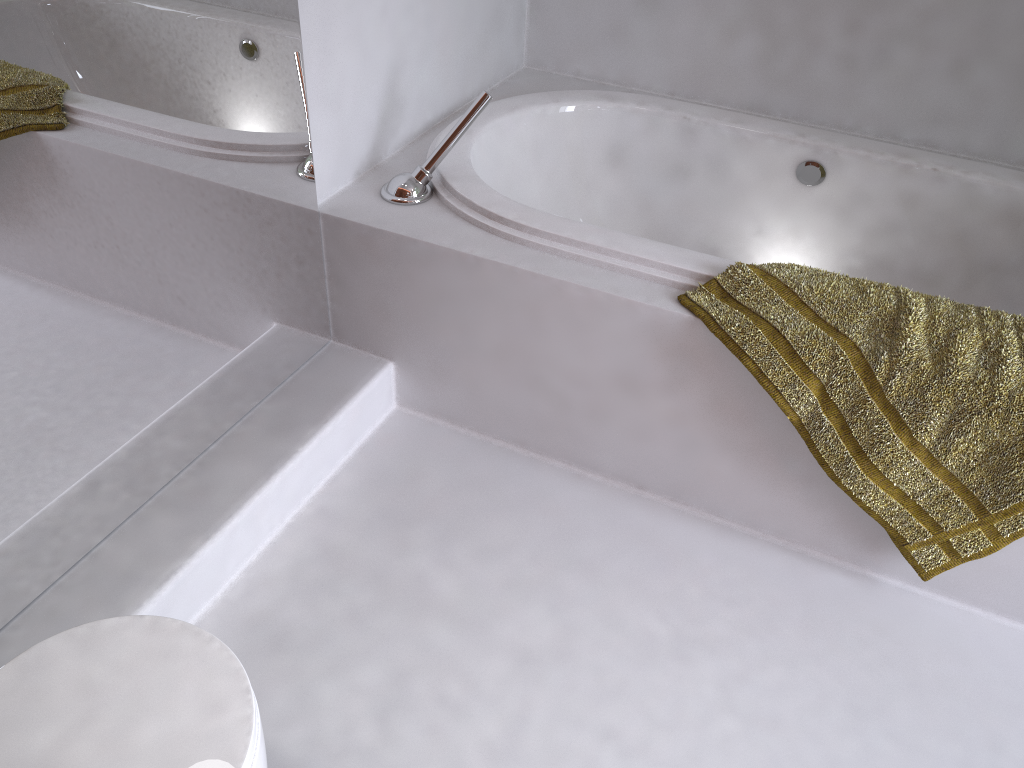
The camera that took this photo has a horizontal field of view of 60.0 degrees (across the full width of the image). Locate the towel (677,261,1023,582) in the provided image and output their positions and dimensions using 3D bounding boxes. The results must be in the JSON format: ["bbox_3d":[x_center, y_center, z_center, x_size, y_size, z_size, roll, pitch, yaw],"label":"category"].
[{"bbox_3d":[0.724,0.060,1.631,0.890,0.452,0.349,14,39,14],"label":"towel"}]

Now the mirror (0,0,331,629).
[{"bbox_3d":[-0.674,-0.576,0.826,0.019,2.183,1.433,18,40,18],"label":"mirror"}]

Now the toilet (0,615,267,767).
[{"bbox_3d":[-0.484,0.542,0.921,0.329,0.284,0.547,18,40,18],"label":"toilet"}]

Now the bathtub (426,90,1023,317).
[{"bbox_3d":[0.601,-0.238,2.037,1.683,0.424,0.881,18,40,18],"label":"bathtub"}]

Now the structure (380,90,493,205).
[{"bbox_3d":[-0.170,-0.493,1.884,0.239,0.257,0.112,-20,44,-27],"label":"structure"}]
